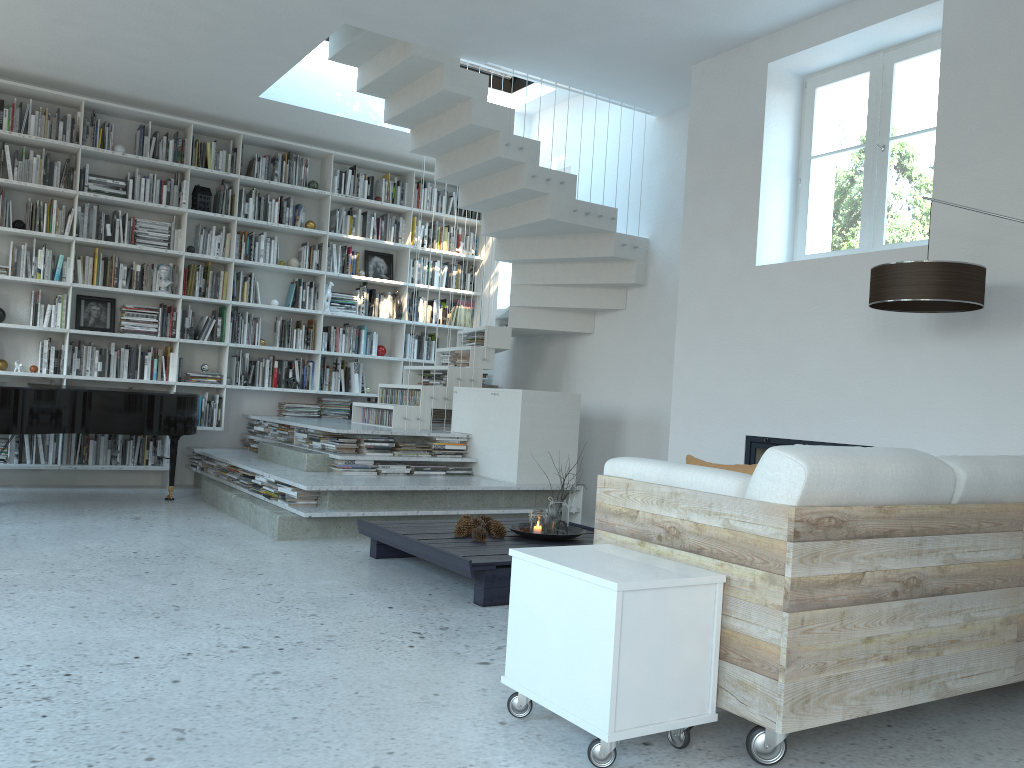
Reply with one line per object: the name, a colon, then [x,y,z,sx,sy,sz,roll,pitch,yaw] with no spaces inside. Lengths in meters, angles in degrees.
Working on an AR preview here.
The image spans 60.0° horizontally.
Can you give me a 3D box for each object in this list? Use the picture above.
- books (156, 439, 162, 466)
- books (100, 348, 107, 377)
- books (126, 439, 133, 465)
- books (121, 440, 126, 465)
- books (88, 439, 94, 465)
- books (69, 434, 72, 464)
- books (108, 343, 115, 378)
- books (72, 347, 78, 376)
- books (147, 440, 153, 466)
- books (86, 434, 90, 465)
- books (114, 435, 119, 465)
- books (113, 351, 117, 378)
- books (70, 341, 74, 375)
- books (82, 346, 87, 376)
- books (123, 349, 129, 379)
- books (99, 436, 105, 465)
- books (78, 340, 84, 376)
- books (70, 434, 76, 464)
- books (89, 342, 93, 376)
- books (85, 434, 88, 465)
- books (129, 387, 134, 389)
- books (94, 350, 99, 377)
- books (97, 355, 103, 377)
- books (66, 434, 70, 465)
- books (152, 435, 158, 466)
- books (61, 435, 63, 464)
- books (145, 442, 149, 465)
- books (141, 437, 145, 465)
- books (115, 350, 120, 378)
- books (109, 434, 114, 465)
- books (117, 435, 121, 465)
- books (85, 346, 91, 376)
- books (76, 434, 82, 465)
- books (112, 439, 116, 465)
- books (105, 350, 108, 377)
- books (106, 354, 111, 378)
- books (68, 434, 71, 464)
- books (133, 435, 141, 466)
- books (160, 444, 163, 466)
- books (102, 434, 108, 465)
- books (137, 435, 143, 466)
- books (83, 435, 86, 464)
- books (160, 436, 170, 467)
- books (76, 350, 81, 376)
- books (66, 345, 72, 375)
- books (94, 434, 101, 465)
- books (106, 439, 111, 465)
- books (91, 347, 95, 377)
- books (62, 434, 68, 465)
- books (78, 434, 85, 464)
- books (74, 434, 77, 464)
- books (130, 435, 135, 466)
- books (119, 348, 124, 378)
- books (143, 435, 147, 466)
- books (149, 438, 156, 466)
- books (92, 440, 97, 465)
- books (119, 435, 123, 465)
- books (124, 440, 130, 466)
books: [-3.051,0.586,7.618,0.029,0.218,0.191,4,-1,-33]
books: [-3.405,-0.175,7.370,0.029,0.238,0.165,4,-1,-33]
books: [-3.238,0.576,7.497,0.029,0.210,0.170,4,-1,-33]
books: [-3.290,0.572,7.496,0.040,0.212,0.129,4,-1,-33]
books: [-3.493,0.559,7.333,0.028,0.206,0.174,4,-1,-33]
books: [-3.632,0.523,7.280,0.010,0.259,0.131,4,-1,-33]
books: [-3.355,-0.198,7.414,0.026,0.291,0.152,4,-1,-33]
books: [-3.585,-0.187,7.252,0.027,0.234,0.167,4,-1,-33]
books: [-3.108,0.588,7.585,0.022,0.205,0.191,4,-1,-33]
books: [-3.521,0.533,7.343,0.012,0.255,0.150,4,-1,-33]
books: [-3.327,0.507,7.440,0.014,0.335,0.182,4,-1,-33]
books: [-3.341,-0.161,7.435,0.025,0.220,0.140,4,-1,-33]
books: [-3.606,-0.209,7.251,0.011,0.275,0.145,4,-1,-33]
books: [-3.533,-0.189,7.313,0.024,0.247,0.132,4,-1,-33]
books: [-3.262,-0.168,7.462,0.026,0.245,0.191,4,-1,-33]
books: [-3.433,0.550,7.397,0.030,0.234,0.138,4,-1,-33]
books: [-3.556,-0.212,7.304,0.027,0.290,0.140,4,-1,-33]
books: [-3.612,0.522,7.281,0.025,0.263,0.145,4,-1,-33]
books: [-3.483,-0.203,7.320,0.013,0.282,0.166,4,-1,-33]
books: [-3.530,0.522,7.336,0.012,0.276,0.154,4,-1,-33]
books: [-3.202,0.180,7.441,0.013,0.303,0.181,4,-1,-33]
books: [-3.450,-0.168,7.338,0.023,0.217,0.174,4,-1,-33]
books: [-3.427,-0.150,7.348,0.029,0.184,0.174,4,-1,-33]
books: [-3.637,0.501,7.242,0.014,0.301,0.184,4,-1,-33]
books: [-3.071,0.566,7.612,0.013,0.256,0.176,4,-1,-33]
books: [-3.683,0.529,7.241,0.010,0.238,0.134,4,-1,-33]
books: [-3.134,0.594,7.581,0.024,0.191,0.155,4,-1,-33]
books: [-3.166,0.568,7.566,0.028,0.238,0.140,4,-1,-33]
books: [-3.314,-0.168,7.443,0.031,0.237,0.159,4,-1,-33]
books: [-3.360,0.529,7.424,0.013,0.285,0.184,4,-1,-33]
books: [-3.317,0.531,7.448,0.014,0.288,0.184,4,-1,-33]
books: [-3.502,-0.186,7.312,0.027,0.245,0.179,4,-1,-33]
books: [-3.572,0.501,7.296,0.034,0.311,0.170,4,-1,-33]
books: [-3.350,0.567,7.437,0.022,0.213,0.167,4,-1,-33]
books: [-3.393,-0.170,7.390,0.013,0.230,0.138,4,-1,-33]
books: [-3.372,-0.152,7.389,0.023,0.196,0.165,4,-1,-33]
books: [-3.633,0.482,7.264,0.014,0.340,0.139,4,-1,-33]
books: [-3.192,0.559,7.516,0.044,0.251,0.187,4,-1,-33]
books: [-3.037,0.606,7.643,0.023,0.182,0.148,4,-1,-33]
books: [-3.407,0.538,7.412,0.028,0.261,0.132,4,-1,-33]
books: [-3.168,0.528,7.535,0.013,0.317,0.186,4,-1,-33]
books: [-3.539,0.540,7.326,0.012,0.239,0.128,4,-1,-33]
books: [-2.972,0.565,7.602,0.038,0.269,0.277,4,-1,-33]
books: [-3.571,-0.173,7.276,0.024,0.208,0.170,4,-1,-33]
books: [-3.627,-0.195,7.246,0.029,0.244,0.154,4,-1,-33]
books: [-3.453,0.518,7.379,0.026,0.294,0.155,4,-1,-33]
books: [-3.386,0.569,7.425,0.024,0.203,0.144,4,-1,-33]
books: [-3.480,-0.184,7.345,0.021,0.244,0.141,4,-1,-33]
books: [-3.655,0.522,7.231,0.026,0.256,0.183,4,-1,-33]
books: [-3.556,0.534,7.320,0.022,0.247,0.143,4,-1,-33]
books: [-3.589,0.486,7.283,0.012,0.337,0.144,4,-1,-33]
books: [-3.219,0.536,7.509,0.011,0.292,0.184,4,-1,-33]
books: [-3.298,-0.175,7.471,0.025,0.254,0.136,4,-1,-33]
books: [-3.141,0.559,7.564,0.011,0.258,0.171,4,-1,-33]
books: [-3.093,0.579,7.609,0.028,0.227,0.162,4,-1,-33]
books: [-3.485,0.565,7.374,0.030,0.197,0.143,4,-1,-33]
books: [-3.311,0.545,7.472,0.024,0.262,0.131,4,-1,-33]
books: [-3.252,0.577,7.483,0.010,0.206,0.180,4,-1,-33]
